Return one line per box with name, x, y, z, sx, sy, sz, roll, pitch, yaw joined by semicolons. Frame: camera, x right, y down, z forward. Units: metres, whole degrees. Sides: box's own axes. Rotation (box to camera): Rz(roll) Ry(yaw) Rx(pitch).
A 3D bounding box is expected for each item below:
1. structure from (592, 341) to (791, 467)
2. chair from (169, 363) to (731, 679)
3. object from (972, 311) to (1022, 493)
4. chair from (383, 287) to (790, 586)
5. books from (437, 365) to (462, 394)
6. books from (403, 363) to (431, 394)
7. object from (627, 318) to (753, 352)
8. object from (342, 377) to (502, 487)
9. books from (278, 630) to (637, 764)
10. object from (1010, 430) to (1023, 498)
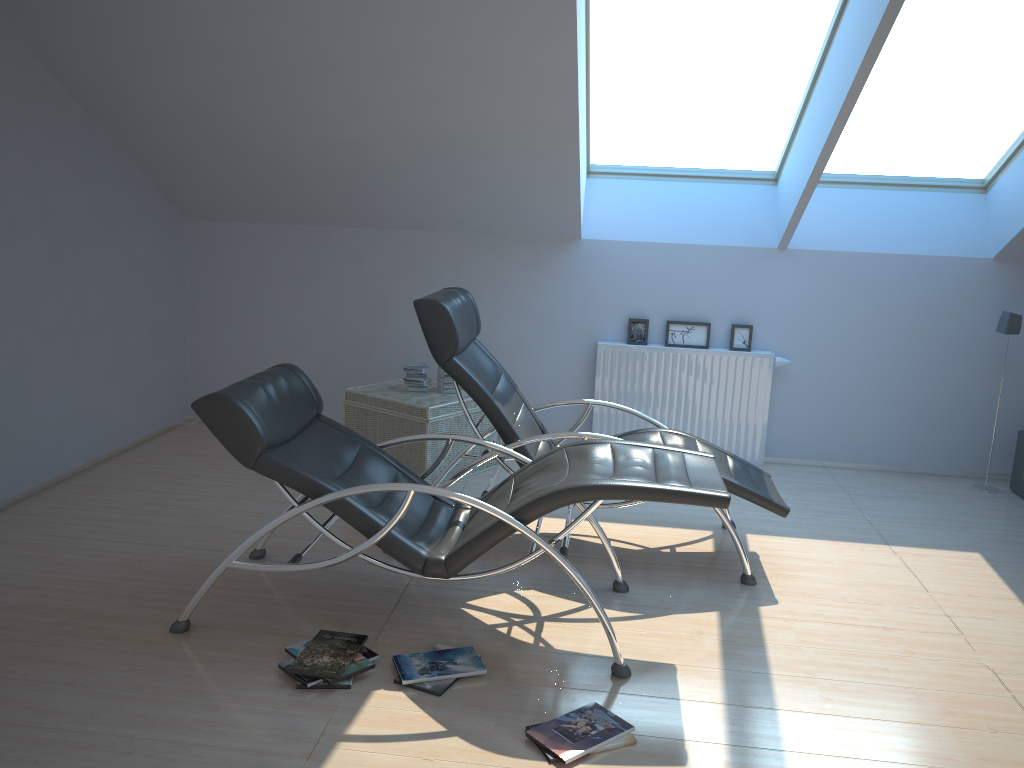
structure;1.238;0.141;6.207;1.324;0.800;0.120;4;11;6
chair;-0.227;0.491;3.649;2.114;0.953;0.836;4;11;6
object;3.165;0.118;5.766;0.158;1.181;0.160;4;11;6
chair;0.401;0.200;4.516;1.938;1.251;0.836;4;11;6
books;-0.401;-0.090;5.703;0.149;0.300;0.149;-2;12;-22
books;-0.612;-0.034;5.676;0.165;0.184;0.162;3;11;5
object;1.229;-0.340;6.145;0.846;0.180;0.030;4;11;6
object;-0.577;0.290;5.774;0.744;0.518;0.745;11;14;36
books;1.476;0.893;3.898;4.790;0.222;1.045;-3;12;-26
object;3.482;0.535;5.628;0.401;0.424;0.400;4;11;6
